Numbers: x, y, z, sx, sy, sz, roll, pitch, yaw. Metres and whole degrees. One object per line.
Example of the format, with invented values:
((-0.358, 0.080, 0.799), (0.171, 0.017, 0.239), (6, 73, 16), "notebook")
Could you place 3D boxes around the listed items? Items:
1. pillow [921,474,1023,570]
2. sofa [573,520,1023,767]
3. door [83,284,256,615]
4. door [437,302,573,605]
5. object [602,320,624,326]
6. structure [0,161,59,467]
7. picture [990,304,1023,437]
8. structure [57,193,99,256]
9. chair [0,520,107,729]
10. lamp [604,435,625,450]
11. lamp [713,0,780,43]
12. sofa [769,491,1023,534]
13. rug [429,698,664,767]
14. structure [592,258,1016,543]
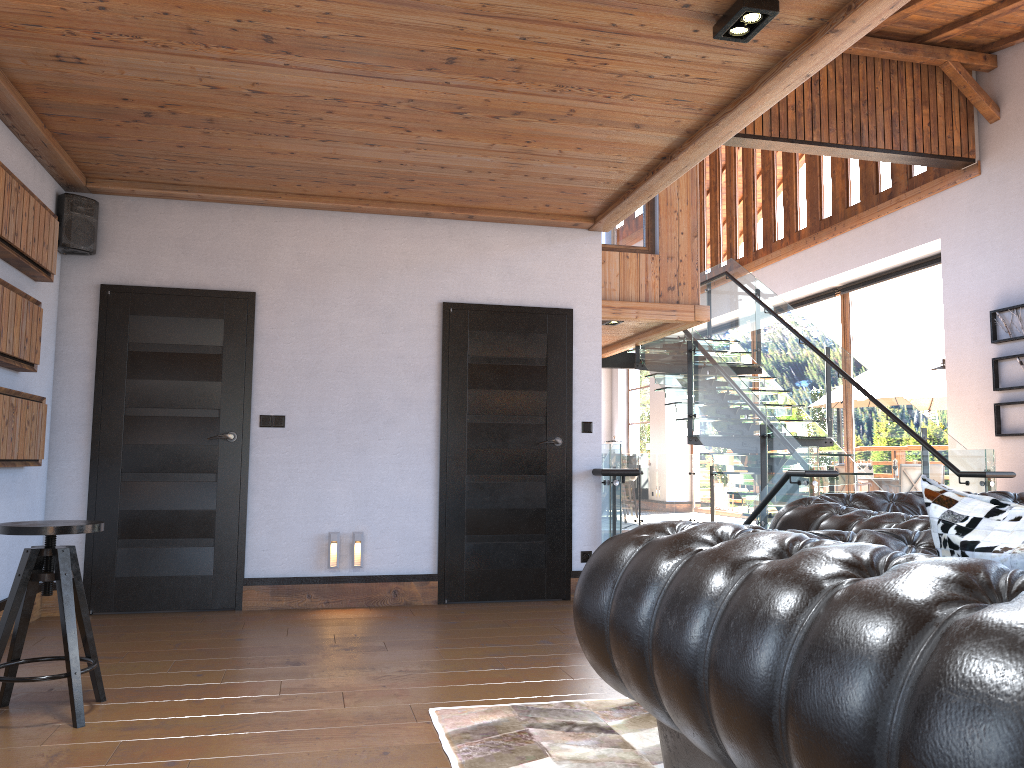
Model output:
((0.861, 0.349, 1.357), (0.284, 0.469, 0.525), (2, -5, -10), "pillow")
((0.949, 0.644, 1.148), (1.246, 0.839, 2.548), (2, -5, -14), "sofa")
((-2.164, 0.406, 5.646), (0.946, 2.058, 0.143), (2, -6, -14), "door")
((-0.036, 0.471, 6.175), (0.946, 2.058, 0.143), (2, -6, -14), "door")
((0.998, -0.633, 8.793), (0.156, 0.068, 0.259), (2, -5, -13), "object")
((-2.586, -0.336, 4.159), (0.322, 1.447, 1.840), (2, -6, -13), "structure")
((5.111, -0.142, 8.855), (0.059, 1.314, 0.769), (2, -6, -13), "picture")
((-2.715, -0.991, 5.532), (0.215, 0.350, 0.212), (2, -6, -13), "structure")
((-1.747, 0.886, 3.320), (0.395, 0.722, 0.390), (2, -6, -13), "chair")
((2.312, 1.515, 20.015), (0.471, 0.726, 0.468), (1, -6, -4), "lamp")
((0.900, -1.414, 3.421), (0.156, 0.068, 0.259), (2, -5, -13), "lamp")
((2.358, 0.879, 3.676), (2.580, 0.839, 1.231), (2, -5, -14), "sofa")
((1.283, 1.093, 1.736), (2.444, 0.053, 4.018), (2, -5, -12), "rug")
((4.052, 1.579, 11.070), (9.261, 6.407, 10.951), (2, -5, -13), "structure")
